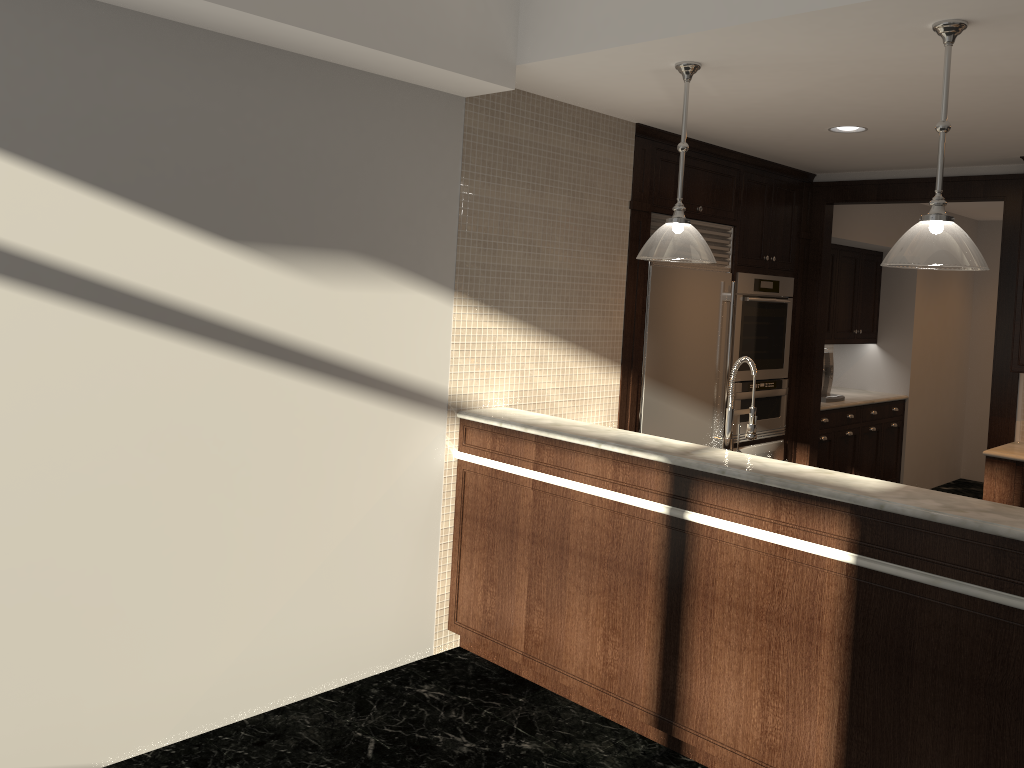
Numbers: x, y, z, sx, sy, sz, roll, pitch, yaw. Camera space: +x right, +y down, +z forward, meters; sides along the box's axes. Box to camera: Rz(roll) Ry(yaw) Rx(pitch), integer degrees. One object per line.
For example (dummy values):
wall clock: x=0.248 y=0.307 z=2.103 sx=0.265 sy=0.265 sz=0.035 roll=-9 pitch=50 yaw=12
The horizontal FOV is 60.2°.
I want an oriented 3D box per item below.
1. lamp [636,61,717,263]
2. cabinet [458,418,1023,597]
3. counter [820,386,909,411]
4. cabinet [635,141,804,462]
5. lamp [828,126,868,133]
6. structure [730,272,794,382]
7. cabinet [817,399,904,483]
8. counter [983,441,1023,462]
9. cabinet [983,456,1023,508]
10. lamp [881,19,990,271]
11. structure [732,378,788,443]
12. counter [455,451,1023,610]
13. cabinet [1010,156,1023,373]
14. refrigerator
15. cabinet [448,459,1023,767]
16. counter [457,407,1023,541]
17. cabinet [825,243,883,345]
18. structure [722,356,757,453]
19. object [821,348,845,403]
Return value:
lamp: x=0.679 y=-0.883 z=3.527 sx=0.317 sy=0.782 sz=0.319 roll=2 pitch=2 yaw=-32
cabinet: x=0.872 y=0.393 z=3.105 sx=2.851 sy=0.152 sz=0.292 roll=10 pitch=8 yaw=44
counter: x=2.581 y=0.111 z=7.332 sx=0.713 sy=0.032 sz=1.855 roll=9 pitch=9 yaw=44
cabinet: x=1.141 y=-0.215 z=5.789 sx=0.759 sy=2.417 sz=1.841 roll=5 pitch=3 yaw=44
lamp: x=1.763 y=-1.399 z=4.626 sx=0.197 sy=0.136 sz=0.199 roll=-1 pitch=6 yaw=-41
structure: x=1.506 y=-0.410 z=6.096 sx=0.616 sy=0.700 sz=0.757 roll=7 pitch=5 yaw=44
cabinet: x=2.792 y=0.540 z=7.110 sx=0.057 sy=0.745 sz=1.790 roll=4 pitch=5 yaw=44
counter: x=3.465 y=0.607 z=3.381 sx=3.386 sy=0.032 sz=2.314 roll=10 pitch=9 yaw=44
cabinet: x=3.438 y=1.062 z=3.389 sx=3.386 sy=0.878 sz=2.314 roll=9 pitch=8 yaw=44
lamp: x=1.383 y=-0.764 z=2.840 sx=0.317 sy=0.782 sz=0.319 roll=2 pitch=2 yaw=-32
structure: x=1.441 y=0.138 z=6.138 sx=0.668 sy=0.388 sz=0.762 roll=8 pitch=7 yaw=44
counter: x=1.122 y=0.470 z=3.363 sx=2.884 sy=0.032 sz=1.054 roll=10 pitch=9 yaw=44
cabinet: x=3.533 y=-0.463 z=3.363 sx=3.385 sy=1.252 sz=2.306 roll=9 pitch=8 yaw=44
refrigerator: x=0.836 y=0.046 z=5.501 sx=0.690 sy=2.117 sz=0.888 roll=5 pitch=2 yaw=44
cabinet: x=1.101 y=0.911 z=3.371 sx=2.863 sy=0.910 sz=1.025 roll=9 pitch=7 yaw=44
counter: x=0.885 y=0.302 z=3.095 sx=2.870 sy=0.032 sz=0.328 roll=10 pitch=9 yaw=44
cabinet: x=2.532 y=-0.761 z=7.414 sx=0.434 sy=0.825 sz=1.855 roll=5 pitch=5 yaw=44
structure: x=0.938 y=0.151 z=3.607 sx=0.051 sy=0.529 sz=0.243 roll=4 pitch=2 yaw=44
object: x=2.402 y=-0.084 z=7.072 sx=0.450 sy=0.405 sz=0.343 roll=7 pitch=5 yaw=44
